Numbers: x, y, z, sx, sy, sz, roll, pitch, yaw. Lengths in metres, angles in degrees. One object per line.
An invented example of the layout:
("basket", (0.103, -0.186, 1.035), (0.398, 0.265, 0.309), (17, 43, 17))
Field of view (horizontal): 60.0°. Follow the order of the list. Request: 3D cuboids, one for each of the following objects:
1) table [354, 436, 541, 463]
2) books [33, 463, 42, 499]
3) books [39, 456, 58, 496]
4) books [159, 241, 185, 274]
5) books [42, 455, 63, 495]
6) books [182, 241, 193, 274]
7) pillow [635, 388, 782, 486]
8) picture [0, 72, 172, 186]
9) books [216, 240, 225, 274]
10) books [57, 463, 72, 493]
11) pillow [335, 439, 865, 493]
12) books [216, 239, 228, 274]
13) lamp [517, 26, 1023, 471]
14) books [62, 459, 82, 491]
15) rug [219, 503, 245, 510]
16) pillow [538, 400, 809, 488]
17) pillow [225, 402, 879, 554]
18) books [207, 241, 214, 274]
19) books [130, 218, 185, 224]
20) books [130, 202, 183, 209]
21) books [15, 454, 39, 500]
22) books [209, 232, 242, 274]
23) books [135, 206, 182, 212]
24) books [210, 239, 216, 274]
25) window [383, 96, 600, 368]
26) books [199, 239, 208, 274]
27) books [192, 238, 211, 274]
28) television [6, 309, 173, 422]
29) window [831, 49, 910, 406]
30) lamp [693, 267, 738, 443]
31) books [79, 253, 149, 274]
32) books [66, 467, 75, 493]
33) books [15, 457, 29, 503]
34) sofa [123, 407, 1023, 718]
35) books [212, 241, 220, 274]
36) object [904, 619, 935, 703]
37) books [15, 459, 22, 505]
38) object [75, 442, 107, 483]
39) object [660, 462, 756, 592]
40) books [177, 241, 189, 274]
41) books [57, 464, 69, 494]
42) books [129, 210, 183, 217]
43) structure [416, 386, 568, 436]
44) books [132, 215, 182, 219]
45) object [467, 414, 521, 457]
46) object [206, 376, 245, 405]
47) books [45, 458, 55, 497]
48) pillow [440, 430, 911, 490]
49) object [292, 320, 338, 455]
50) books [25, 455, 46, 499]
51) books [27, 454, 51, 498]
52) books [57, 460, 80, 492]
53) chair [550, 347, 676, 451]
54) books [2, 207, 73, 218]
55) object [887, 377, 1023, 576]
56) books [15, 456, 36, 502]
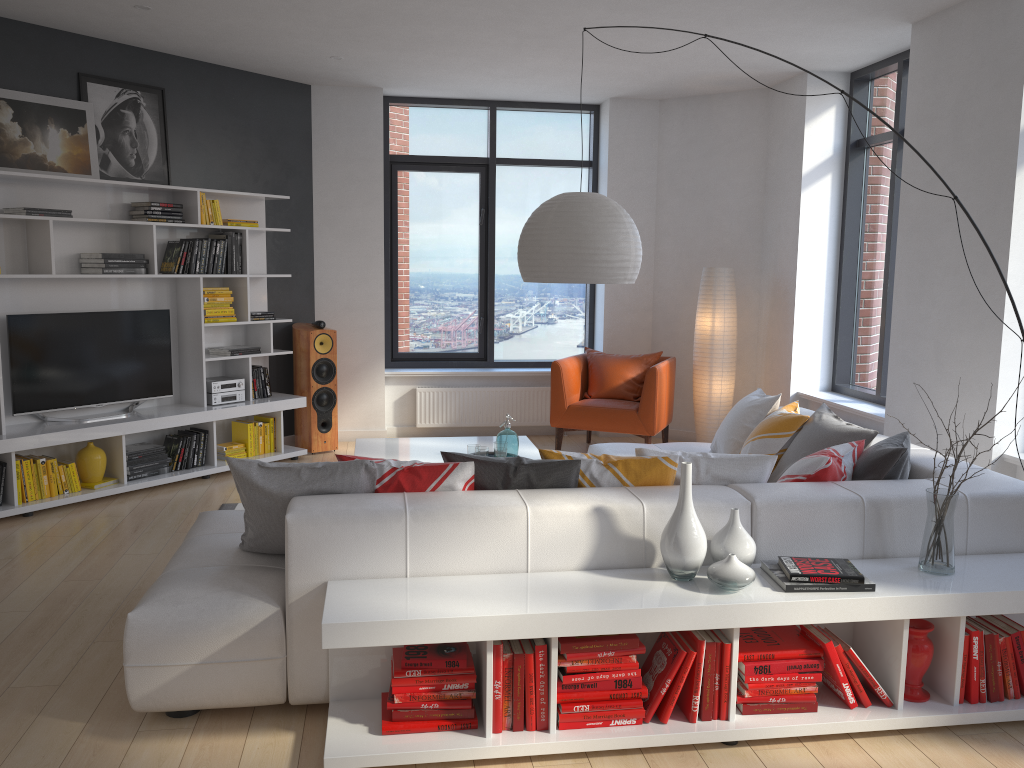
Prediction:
("table", (-0.368, 0.628, 5.182), (1.091, 0.435, 1.091), (0, 8, -9))
("books", (-2.969, 0.593, 5.475), (0.156, 0.230, 0.042), (6, 9, 34))
("books", (-2.920, 0.576, 5.564), (0.171, 0.235, 0.043), (6, 9, 34))
("books", (-2.390, -0.890, 6.244), (0.182, 0.234, 0.104), (6, 9, 36))
("books", (-2.909, 0.572, 5.595), (0.172, 0.235, 0.056), (6, 9, 35))
("books", (-2.345, -0.895, 6.291), (0.169, 0.233, 0.081), (6, 9, 35))
("pillow", (1.035, 0.330, 4.451), (0.580, 0.456, 2.156), (3, 8, 17))
("picture", (-2.819, -1.676, 5.791), (0.076, 0.707, 1.279), (6, 9, 36))
("books", (-2.195, -0.931, 6.507), (0.191, 0.249, 0.084), (6, 9, 36))
("books", (-2.853, 0.594, 5.623), (0.134, 0.187, 0.046), (6, 9, 36))
("pillow", (0.437, 0.469, 3.567), (2.250, 0.449, 0.575), (-1, 8, -11))
("books", (-2.176, -0.939, 6.534), (0.197, 0.260, 0.066), (6, 9, 36))
("lamp", (1.501, -0.265, 3.774), (3.199, 2.647, 0.710), (5, 9, 27))
("books", (-2.822, 0.583, 5.685), (0.149, 0.193, 0.046), (6, 9, 37))
("rug", (-0.583, 0.865, 5.057), (2.326, 0.016, 1.662), (0, 8, -9))
("pillow", (0.877, 0.383, 4.179), (0.630, 0.440, 2.095), (7, 10, 38))
("pillow", (0.292, 0.396, 3.874), (2.953, 0.453, 0.647), (-2, 8, -21))
("books", (-2.227, -0.914, 6.423), (0.172, 0.242, 0.069), (6, 9, 37))
("books", (-2.455, -1.130, 6.150), (0.214, 0.030, 0.284), (7, 10, 39))
("books", (-2.459, -1.235, 6.143), (0.209, 0.030, 0.266), (5, 9, 29))
("books", (-2.993, 0.574, 5.468), (0.202, 0.267, 0.038), (6, 9, 36))
("books", (-2.141, -0.976, 6.624), (0.259, 0.321, 0.128), (6, 9, 36))
("books", (-2.448, -1.208, 6.142), (0.180, 0.026, 0.246), (7, 10, 38))
("books", (-2.235, -0.926, 6.456), (0.192, 0.254, 0.075), (6, 9, 35))
("window", (-0.194, -1.349, 8.139), (1.960, 2.402, 0.170), (0, 8, -9))
("books", (-2.282, -0.917, 6.394), (0.191, 0.249, 0.084), (6, 9, 36))
("books", (-2.263, -0.925, 6.421), (0.197, 0.260, 0.066), (6, 9, 36))
("television", (-2.777, -0.129, 5.916), (0.207, 0.704, 1.102), (6, 9, 36))
("window", (2.692, -1.047, 6.148), (0.170, 2.402, 1.310), (0, 8, -9))
("lamp", (1.794, -0.155, 7.136), (0.804, 1.550, 0.502), (7, 10, 41))
("books", (-2.663, -0.805, 5.939), (0.277, 0.137, 0.343), (5, 9, 31))
("books", (-2.832, 0.603, 5.633), (0.113, 0.169, 0.049), (6, 9, 35))
("books", (-3.029, 0.578, 5.412), (0.213, 0.271, 0.048), (6, 9, 36))
("sofa", (0.221, 0.603, 4.388), (3.424, 0.732, 2.614), (0, 8, -9))
("books", (-2.209, -0.923, 6.470), (0.179, 0.243, 0.071), (6, 9, 35))
("object", (1.389, 0.952, 3.070), (0.125, 0.258, 0.125), (-4, 9, -31))
("books", (-3.035, 0.583, 5.369), (0.204, 0.270, 0.029), (6, 9, 36))
("object", (-2.748, 0.507, 5.792), (0.185, 0.257, 0.185), (3, 8, 14))
("object", (0.663, 0.460, 2.981), (0.316, 0.398, 0.319), (3, 8, 15))
("books", (-2.374, -0.893, 6.274), (0.187, 0.234, 0.096), (6, 9, 36))
("books", (-2.871, 0.595, 5.611), (0.138, 0.188, 0.056), (6, 9, 36))
("books", (-2.472, -1.182, 6.159), (0.214, 0.030, 0.284), (7, 10, 39))
("structure", (-0.133, 0.251, 8.028), (1.474, 0.460, 0.110), (0, 8, -9))
("books", (-2.459, -1.155, 6.148), (0.189, 0.020, 0.264), (6, 9, 34))
("object", (-0.109, 0.300, 5.020), (0.330, 0.265, 0.330), (3, 8, 15))
("object", (-2.195, 0.050, 6.638), (0.270, 0.174, 0.285), (6, 9, 36))
("books", (-2.918, 0.578, 5.534), (0.169, 0.240, 0.043), (6, 9, 35))
("pillow", (0.759, 0.440, 3.621), (2.120, 0.436, 0.608), (-1, 8, -13))
("object", (-1.648, 0.010, 7.314), (0.290, 1.088, 0.434), (-5, 10, -38))
("books", (-2.959, 0.577, 5.493), (0.180, 0.252, 0.041), (6, 9, 36))
("books", (-2.953, 0.574, 5.519), (0.185, 0.252, 0.055), (6, 9, 34))
("books", (-2.829, 0.586, 5.660), (0.148, 0.193, 0.067), (6, 9, 37))
("chair", (0.866, 0.155, 7.320), (0.896, 0.858, 0.843), (4, 8, 23))
("books", (-2.937, -1.057, 5.491), (0.250, 0.047, 0.310), (5, 9, 31))
("object", (1.525, 0.292, 3.011), (0.406, 0.744, 0.607), (5, 9, 31))
("books", (-3.012, 0.580, 5.445), (0.198, 0.258, 0.066), (6, 9, 36))
